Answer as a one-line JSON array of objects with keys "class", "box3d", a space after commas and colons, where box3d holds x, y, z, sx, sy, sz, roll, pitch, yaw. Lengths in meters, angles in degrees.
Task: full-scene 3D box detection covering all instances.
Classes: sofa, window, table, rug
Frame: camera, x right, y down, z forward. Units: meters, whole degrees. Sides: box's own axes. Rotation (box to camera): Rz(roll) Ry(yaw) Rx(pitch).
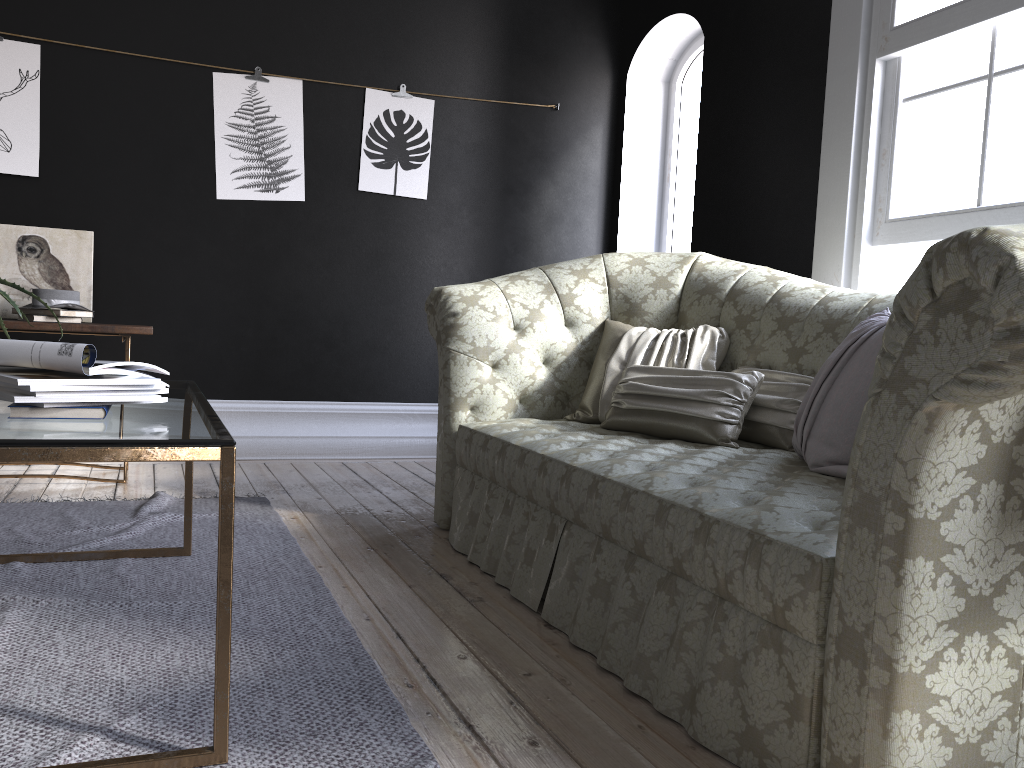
[{"class": "sofa", "box3d": [0.833, 0.100, 2.661, 1.606, 1.162, 2.809, 1, 4, -21]}, {"class": "window", "box3d": [1.168, -1.331, 5.278, 0.112, 1.459, 0.739, 1, 5, -22]}, {"class": "window", "box3d": [1.733, -1.407, 2.829, 0.056, 1.674, 1.261, 1, 4, -22]}, {"class": "table", "box3d": [-1.251, 0.307, 1.958, 1.093, 0.559, 1.446, 1, 4, -22]}, {"class": "rug", "box3d": [-1.386, 0.572, 1.878, 2.106, 0.050, 3.639, 2, 4, -22]}]

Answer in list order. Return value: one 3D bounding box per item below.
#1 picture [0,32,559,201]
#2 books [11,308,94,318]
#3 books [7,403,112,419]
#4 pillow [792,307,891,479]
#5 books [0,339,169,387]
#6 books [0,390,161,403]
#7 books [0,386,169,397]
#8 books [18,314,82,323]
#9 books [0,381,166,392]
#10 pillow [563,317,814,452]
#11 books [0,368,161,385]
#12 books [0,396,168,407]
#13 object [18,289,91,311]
[{"class": "picture", "box3d": [-1.796, -1.377, 4.589, 4.458, 0.772, 0.057, 1, 5, -22]}, {"class": "books", "box3d": [-2.078, -0.324, 4.012, 0.289, 0.030, 0.192, 4, 3, 19]}, {"class": "books", "box3d": [-0.873, 0.045, 1.729, 0.162, 0.023, 0.231, 2, 4, -22]}, {"class": "pillow", "box3d": [0.990, 0.027, 2.157, 0.405, 0.462, 0.962, 2, 4, -15]}, {"class": "books", "box3d": [-0.918, -0.035, 1.803, 0.322, 0.109, 0.272, 4, 3, 13]}, {"class": "books", "box3d": [-0.876, 0.016, 1.749, 0.252, 0.011, 0.318, 0, 4, -41]}, {"class": "books", "box3d": [-0.884, 0.004, 1.762, 0.318, 0.011, 0.252, 6, 4, 39]}, {"class": "books", "box3d": [-2.103, -0.297, 4.032, 0.203, 0.029, 0.268, 0, 4, -42]}, {"class": "books", "box3d": [-0.883, -0.006, 1.743, 0.318, 0.011, 0.252, 6, 4, 39]}, {"class": "pillow", "box3d": [0.591, -0.024, 3.072, 0.529, 0.417, 1.104, 1, 4, -22]}, {"class": "books", "box3d": [-0.880, -0.016, 1.734, 0.318, 0.011, 0.252, 6, 5, 44]}, {"class": "books", "box3d": [-0.902, 0.023, 1.786, 0.318, 0.011, 0.252, 5, 4, 34]}, {"class": "object", "box3d": [-2.049, -0.379, 3.986, 0.258, 0.087, 0.328, 5, 4, 34]}]
